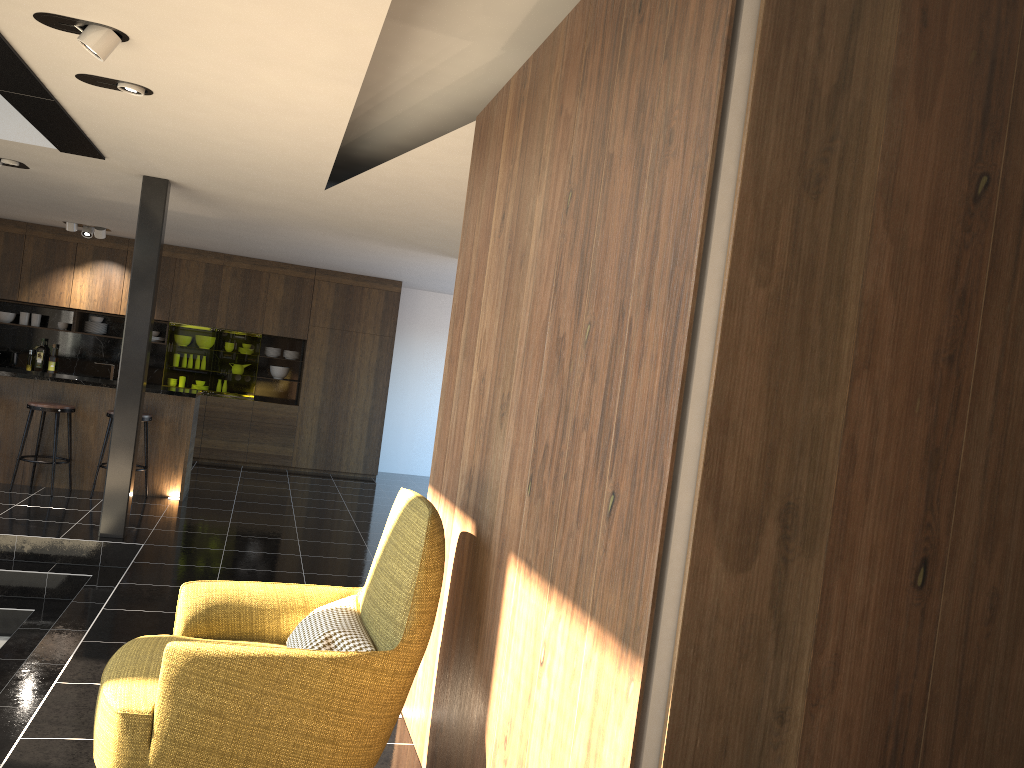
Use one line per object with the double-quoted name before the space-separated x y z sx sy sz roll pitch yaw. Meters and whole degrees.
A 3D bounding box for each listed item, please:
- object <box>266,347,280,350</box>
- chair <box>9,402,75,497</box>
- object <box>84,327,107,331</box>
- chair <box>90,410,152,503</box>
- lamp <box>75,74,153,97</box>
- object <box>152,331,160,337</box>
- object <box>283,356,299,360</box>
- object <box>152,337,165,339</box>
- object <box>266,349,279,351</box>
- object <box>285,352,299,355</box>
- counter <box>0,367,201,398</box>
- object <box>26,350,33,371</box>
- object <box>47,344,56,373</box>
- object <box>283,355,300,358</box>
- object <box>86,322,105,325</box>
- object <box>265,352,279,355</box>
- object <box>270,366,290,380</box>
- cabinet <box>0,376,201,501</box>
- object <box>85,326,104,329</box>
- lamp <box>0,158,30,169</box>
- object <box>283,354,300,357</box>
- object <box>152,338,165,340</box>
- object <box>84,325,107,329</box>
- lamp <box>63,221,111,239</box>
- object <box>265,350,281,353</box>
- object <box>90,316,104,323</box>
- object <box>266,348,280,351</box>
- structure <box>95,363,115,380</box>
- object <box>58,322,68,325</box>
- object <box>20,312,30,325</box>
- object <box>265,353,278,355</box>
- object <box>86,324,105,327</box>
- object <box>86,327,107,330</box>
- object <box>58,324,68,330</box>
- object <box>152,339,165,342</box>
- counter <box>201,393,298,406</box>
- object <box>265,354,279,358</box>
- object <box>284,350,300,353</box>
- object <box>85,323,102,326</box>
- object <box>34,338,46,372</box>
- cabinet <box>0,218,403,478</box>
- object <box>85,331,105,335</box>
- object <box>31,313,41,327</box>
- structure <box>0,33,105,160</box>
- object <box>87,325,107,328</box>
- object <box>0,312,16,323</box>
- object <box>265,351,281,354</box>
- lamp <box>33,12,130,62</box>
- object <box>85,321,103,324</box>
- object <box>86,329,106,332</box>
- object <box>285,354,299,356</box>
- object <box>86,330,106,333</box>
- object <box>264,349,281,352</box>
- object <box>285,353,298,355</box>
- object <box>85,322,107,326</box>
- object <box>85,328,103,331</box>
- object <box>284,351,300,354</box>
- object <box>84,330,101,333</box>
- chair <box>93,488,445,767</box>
"object" -3.265 -0.477 12.112 0.220 0.033 0.220 7 0 -6
"chair" -4.217 0.580 8.031 0.412 0.799 0.412 7 1 -6
"object" -5.442 -0.708 11.583 0.268 0.024 0.269 7 0 23
"chair" -3.586 0.662 8.209 0.412 0.799 0.412 7 1 -6
"lamp" -1.888 -1.485 4.232 0.346 0.158 0.195 7 0 -16
"object" -4.785 -0.660 11.697 0.254 0.088 0.254 7 0 10
"object" -3.034 -0.353 12.182 0.220 0.033 0.220 7 0 -32
"object" -4.788 -0.612 11.697 0.438 0.039 0.438 7 0 21
"object" -3.268 -0.452 12.112 0.220 0.033 0.220 7 0 -6
"object" -3.026 -0.411 12.181 0.220 0.033 0.220 7 0 -32
"counter" -4.807 -0.122 8.294 3.575 0.041 0.698 7 0 -16
"object" -6.202 -0.299 11.403 0.058 0.287 0.057 7 1 -3
"object" -5.951 -0.321 11.483 0.077 0.395 0.077 8 1 26
"object" -3.032 -0.366 12.182 0.220 0.033 0.220 7 0 -32
"object" -5.432 -0.781 11.582 0.268 0.024 0.269 7 0 23
"object" -3.274 -0.409 12.113 0.220 0.033 0.220 7 0 -6
"object" -3.193 -0.151 12.159 0.264 0.170 0.264 7 0 -41
"cabinet" -4.872 0.393 8.303 3.565 0.994 0.698 7 1 -16
"object" -5.439 -0.727 11.582 0.268 0.024 0.269 7 0 23
"lamp" -3.945 -1.756 6.720 0.502 0.195 0.349 7 0 -16
"object" -3.031 -0.377 12.182 0.220 0.033 0.220 7 0 -32
"object" -4.790 -0.597 11.697 0.438 0.039 0.438 7 0 21
"object" -5.438 -0.736 11.582 0.268 0.024 0.269 7 0 23
"lamp" -4.947 -1.848 10.334 0.502 0.280 0.349 7 0 -16
"object" -3.271 -0.432 12.113 0.220 0.033 0.220 7 0 -6
"object" -5.428 -0.833 11.579 0.168 0.087 0.168 7 0 4
"object" -3.266 -0.465 12.112 0.220 0.033 0.220 7 0 -6
"structure" -5.205 -0.140 11.293 0.243 0.231 0.173 7 1 -16
"object" -5.781 -0.755 11.414 0.122 0.072 0.122 7 0 10
"object" -6.198 -0.829 11.271 0.109 0.161 0.109 7 1 -33
"object" -3.275 -0.397 12.113 0.220 0.033 0.220 7 0 -6
"object" -5.436 -0.754 11.582 0.268 0.024 0.269 7 0 23
"object" -5.440 -0.719 11.583 0.268 0.024 0.269 7 0 23
"object" -5.784 -0.731 11.414 0.122 0.072 0.122 7 0 10
"object" -4.792 -0.585 11.698 0.438 0.039 0.438 7 0 21
"counter" -5.118 -0.010 11.470 4.593 0.005 0.862 7 0 -16
"object" -3.277 -0.384 12.113 0.220 0.033 0.220 7 0 -6
"object" -3.023 -0.434 12.181 0.220 0.033 0.220 7 0 -32
"object" -5.435 -0.763 11.582 0.268 0.024 0.269 7 0 23
"object" -6.097 -0.368 11.433 0.133 0.451 0.116 7 1 -16
"cabinet" -5.056 -0.493 11.457 6.895 2.690 0.869 7 1 -16
"object" -5.447 -0.664 11.583 0.268 0.024 0.269 7 0 23
"object" -6.070 -0.813 11.307 0.109 0.161 0.109 7 1 -3
"structure" -3.339 -0.393 2.173 3.449 4.869 7.275 7 0 -16
"object" -5.437 -0.747 11.582 0.268 0.024 0.269 7 0 23
"object" -6.421 -0.840 11.233 0.234 0.138 0.234 7 0 4
"object" -3.272 -0.420 12.113 0.220 0.033 0.220 7 0 -6
"lamp" -1.688 -1.413 3.485 0.346 0.247 0.195 7 1 -16
"object" -5.431 -0.790 11.582 0.268 0.024 0.269 7 0 23
"object" -5.444 -0.692 11.583 0.268 0.024 0.269 7 0 23
"object" -3.029 -0.388 12.182 0.220 0.033 0.220 7 0 -32
"object" -5.445 -0.681 11.583 0.268 0.024 0.269 7 0 23
"object" -3.269 -0.443 12.113 0.220 0.033 0.220 7 0 -6
"object" -3.028 -0.400 12.181 0.220 0.033 0.220 7 0 -32
"object" -5.433 -0.773 11.582 0.268 0.024 0.269 7 0 23
"object" -5.443 -0.699 11.583 0.268 0.024 0.269 7 0 23
"object" -3.025 -0.421 12.181 0.220 0.033 0.220 7 0 -32
"object" -5.446 -0.672 11.583 0.268 0.024 0.269 7 0 23
"chair" -0.791 0.880 2.942 1.031 1.098 0.807 7 1 -17
